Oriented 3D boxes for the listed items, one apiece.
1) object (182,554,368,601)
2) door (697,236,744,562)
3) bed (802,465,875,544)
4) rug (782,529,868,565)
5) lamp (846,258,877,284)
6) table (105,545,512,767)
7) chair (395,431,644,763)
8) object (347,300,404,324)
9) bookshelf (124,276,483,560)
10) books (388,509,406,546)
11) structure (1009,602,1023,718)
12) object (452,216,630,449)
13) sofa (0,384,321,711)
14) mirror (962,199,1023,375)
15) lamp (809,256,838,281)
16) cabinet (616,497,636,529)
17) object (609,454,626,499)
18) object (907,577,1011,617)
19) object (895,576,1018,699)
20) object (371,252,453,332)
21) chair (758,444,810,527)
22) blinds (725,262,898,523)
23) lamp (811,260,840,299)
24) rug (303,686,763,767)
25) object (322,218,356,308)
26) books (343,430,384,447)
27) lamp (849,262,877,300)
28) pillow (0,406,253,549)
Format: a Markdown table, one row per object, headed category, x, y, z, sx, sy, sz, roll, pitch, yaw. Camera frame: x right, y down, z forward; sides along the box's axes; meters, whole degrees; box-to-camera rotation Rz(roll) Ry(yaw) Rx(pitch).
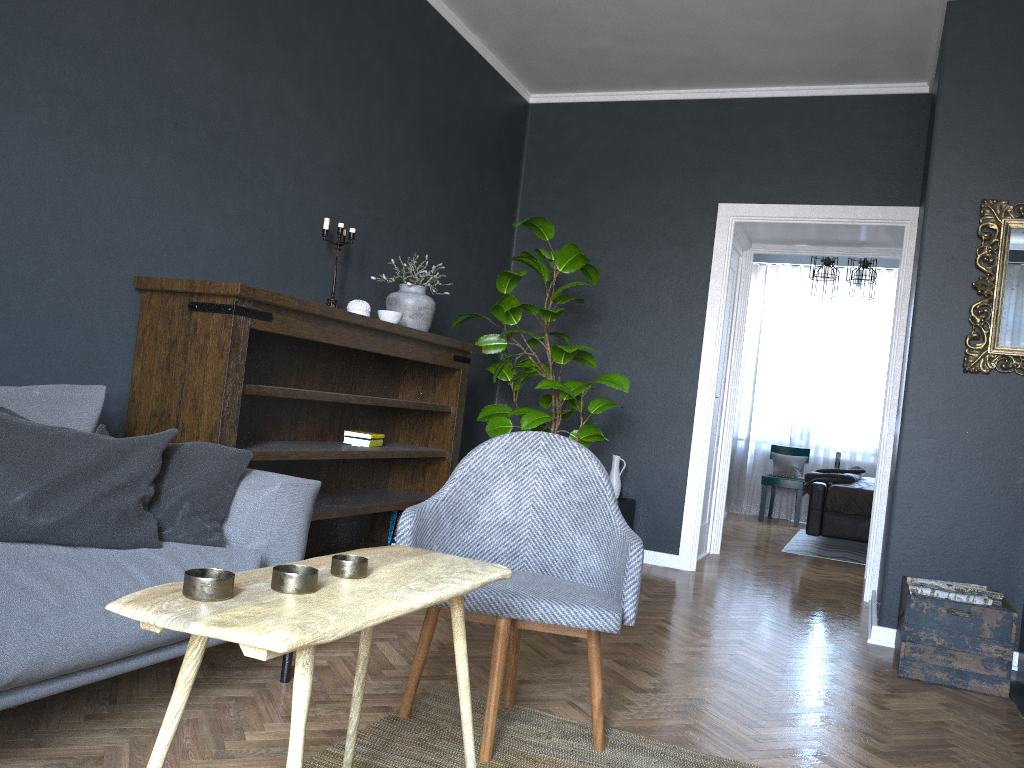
| category | x | y | z | sx | sy | sz | roll | pitch | yaw |
| --- | --- | --- | --- | --- | --- | --- | --- | --- | --- |
| object | -0.351 | 0.308 | 1.418 | 0.103 | 0.033 | 0.369 | 6 | -2 | 33 |
| door | 1.341 | 0.089 | 5.961 | 0.162 | 2.186 | 0.857 | 6 | -1 | 22 |
| bed | 3.696 | 0.918 | 7.410 | 2.373 | 1.161 | 2.267 | 6 | -1 | 22 |
| rug | 3.145 | 1.442 | 7.568 | 1.457 | 0.013 | 2.047 | 6 | -2 | 22 |
| lamp | 2.921 | -1.223 | 7.331 | 0.210 | 0.769 | 0.210 | 6 | -1 | 36 |
| table | -0.309 | 0.608 | 1.529 | 0.339 | 0.550 | 0.788 | 6 | -1 | 22 |
| chair | 0.005 | 0.533 | 2.413 | 0.645 | 0.811 | 0.495 | 7 | -1 | 1 |
| object | -0.617 | -0.317 | 3.995 | 0.255 | 0.104 | 0.118 | 7 | -1 | -12 |
| bookshelf | -0.788 | 0.300 | 3.818 | 0.450 | 1.172 | 1.920 | 6 | -1 | 22 |
| books | -0.555 | 0.752 | 4.588 | 0.179 | 0.193 | 0.123 | 6 | -1 | 26 |
| structure | 2.474 | 0.767 | 3.280 | 1.065 | 0.981 | 0.834 | 6 | -1 | 22 |
| object | 0.125 | 0.073 | 4.828 | 1.118 | 1.898 | 0.764 | 6 | -1 | 16 |
| sofa | -1.386 | 0.363 | 1.755 | 0.969 | 0.798 | 2.342 | 6 | -1 | 22 |
| mirror | 2.517 | -0.387 | 3.727 | 1.056 | 0.784 | 0.067 | 6 | -1 | 22 |
| lamp | 2.742 | -1.266 | 7.720 | 0.210 | 0.714 | 0.210 | 6 | -1 | 36 |
| cabinet | 0.368 | 0.870 | 5.463 | 0.650 | 0.390 | 0.456 | 6 | -1 | 22 |
| object | 0.538 | 0.558 | 5.448 | 0.229 | 0.268 | 0.228 | 7 | -1 | -34 |
| object | 1.808 | 0.941 | 3.628 | 0.369 | 0.246 | 0.533 | 6 | -1 | 23 |
| object | 1.795 | 1.016 | 3.628 | 0.383 | 0.326 | 0.553 | 6 | -1 | 22 |
| object | -0.491 | -0.449 | 4.316 | 0.385 | 0.412 | 0.275 | 7 | -1 | 0 |
| chair | 2.866 | 1.054 | 9.317 | 0.435 | 0.798 | 0.593 | 6 | -1 | 22 |
| blinds | 3.648 | 0.142 | 9.497 | 3.990 | 2.788 | 0.312 | 6 | -1 | 22 |
| lamp | 2.886 | -1.189 | 8.078 | 0.210 | 0.804 | 0.210 | 6 | -1 | 36 |
| rug | -0.131 | 0.905 | 1.586 | 1.003 | 0.013 | 2.013 | 6 | -2 | 22 |
| object | -0.792 | -0.508 | 3.910 | 0.130 | 0.437 | 0.145 | 7 | -1 | -32 |
| books | -0.679 | 0.284 | 4.161 | 0.174 | 0.113 | 0.197 | 6 | -1 | 11 |
| lamp | 3.290 | -1.167 | 8.245 | 0.210 | 0.747 | 0.210 | 6 | -1 | 36 |
| pillow | -1.082 | 0.233 | 2.312 | 0.442 | 0.362 | 0.798 | 6 | -2 | 40 |
